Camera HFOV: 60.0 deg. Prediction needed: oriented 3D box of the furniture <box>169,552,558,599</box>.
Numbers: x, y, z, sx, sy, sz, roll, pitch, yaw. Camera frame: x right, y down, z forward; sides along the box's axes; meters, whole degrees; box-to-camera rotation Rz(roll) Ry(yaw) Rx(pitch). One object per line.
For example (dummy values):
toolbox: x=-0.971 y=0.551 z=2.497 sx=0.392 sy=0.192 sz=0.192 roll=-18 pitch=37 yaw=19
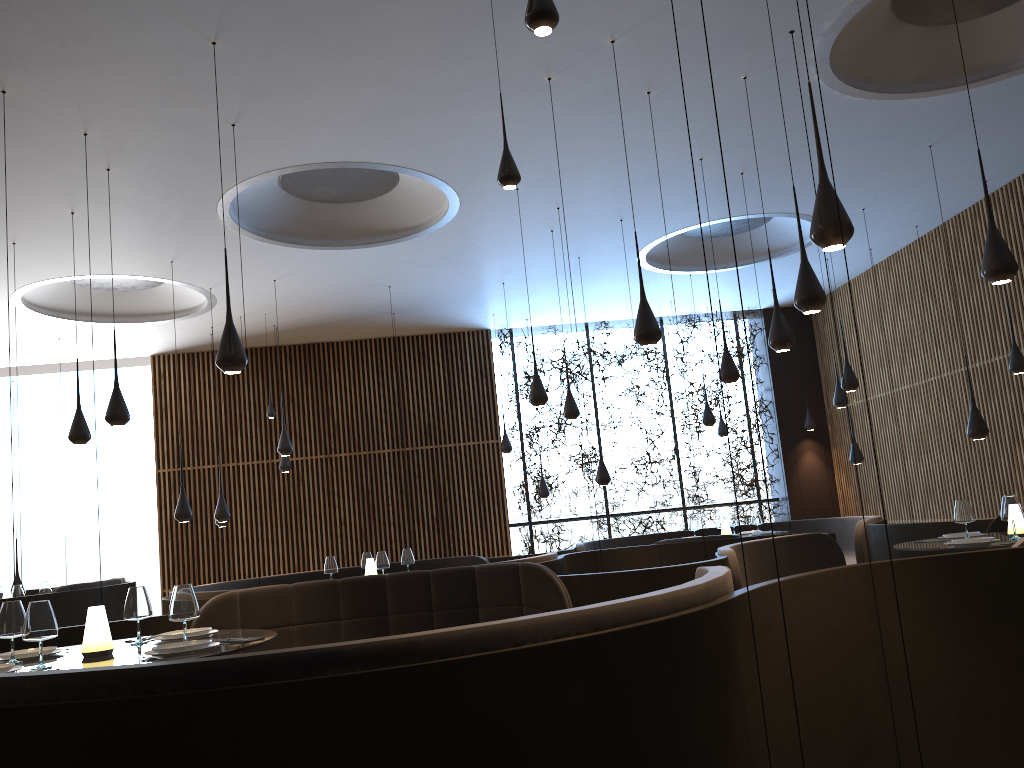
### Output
furniture: x=-1.455 y=2.472 z=9.065 sx=3.789 sy=1.114 sz=3.895 roll=0 pitch=-10 yaw=-30

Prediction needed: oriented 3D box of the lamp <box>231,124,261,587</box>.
lamp: x=-1.907 y=1.034 z=6.615 sx=0.196 sy=6.254 sz=0.196 roll=-10 pitch=-9 yaw=29

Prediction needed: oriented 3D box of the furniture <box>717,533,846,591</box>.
furniture: x=2.344 y=1.800 z=7.271 sx=0.902 sy=1.044 sz=2.534 roll=-12 pitch=-11 yaw=36

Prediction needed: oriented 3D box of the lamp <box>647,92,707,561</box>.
lamp: x=1.406 y=0.733 z=6.750 sx=0.196 sy=6.254 sz=0.196 roll=-10 pitch=-9 yaw=29

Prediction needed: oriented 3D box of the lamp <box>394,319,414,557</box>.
lamp: x=-1.490 y=2.020 z=13.033 sx=0.196 sy=6.254 sz=0.196 roll=-1 pitch=-9 yaw=-30

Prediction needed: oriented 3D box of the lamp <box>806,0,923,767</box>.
lamp: x=1.520 y=0.239 z=3.732 sx=0.196 sy=6.254 sz=0.196 roll=-12 pitch=-10 yaw=39

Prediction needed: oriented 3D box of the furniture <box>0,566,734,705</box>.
furniture: x=-0.729 y=1.431 z=3.364 sx=3.933 sy=1.044 sz=1.989 roll=-4 pitch=-9 yaw=-8

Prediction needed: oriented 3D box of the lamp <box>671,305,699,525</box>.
lamp: x=2.889 y=1.751 z=14.017 sx=0.196 sy=6.254 sz=0.196 roll=-8 pitch=-8 yaw=20

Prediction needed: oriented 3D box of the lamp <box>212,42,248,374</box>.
lamp: x=-1.869 y=-1.165 z=5.730 sx=0.196 sy=2.216 sz=0.196 roll=-12 pitch=-10 yaw=39

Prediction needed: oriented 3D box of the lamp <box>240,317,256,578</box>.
lamp: x=-3.606 y=2.118 z=12.358 sx=0.196 sy=6.254 sz=0.196 roll=-9 pitch=-8 yaw=22

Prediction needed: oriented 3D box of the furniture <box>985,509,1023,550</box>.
furniture: x=4.363 y=1.359 z=5.980 sx=1.984 sy=1.043 sz=3.942 roll=-10 pitch=-10 yaw=26

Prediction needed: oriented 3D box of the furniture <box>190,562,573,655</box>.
furniture: x=-0.839 y=1.785 z=5.740 sx=2.531 sy=1.057 sz=0.934 roll=-6 pitch=-8 yaw=0

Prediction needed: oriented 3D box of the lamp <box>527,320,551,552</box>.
lamp: x=0.553 y=2.022 z=14.289 sx=0.196 sy=6.254 sz=0.196 roll=-8 pitch=-8 yaw=20

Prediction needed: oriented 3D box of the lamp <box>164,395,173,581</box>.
lamp: x=-5.104 y=3.097 z=13.351 sx=0.196 sy=6.254 sz=0.196 roll=-1 pitch=-9 yaw=-30

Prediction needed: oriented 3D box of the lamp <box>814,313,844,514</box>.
lamp: x=4.667 y=1.362 z=12.664 sx=0.196 sy=6.254 sz=0.196 roll=-7 pitch=-8 yaw=10

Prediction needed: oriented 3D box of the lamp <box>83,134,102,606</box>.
lamp: x=-3.040 y=1.131 z=6.531 sx=0.196 sy=6.254 sz=0.196 roll=-8 pitch=-8 yaw=20

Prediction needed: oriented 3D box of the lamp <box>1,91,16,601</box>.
lamp: x=-3.264 y=1.037 z=5.808 sx=0.196 sy=6.254 sz=0.196 roll=-3 pitch=-8 yaw=-20

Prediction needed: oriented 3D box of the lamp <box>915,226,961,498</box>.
lamp: x=5.577 y=1.030 z=11.147 sx=0.196 sy=6.254 sz=0.196 roll=-8 pitch=-8 yaw=19

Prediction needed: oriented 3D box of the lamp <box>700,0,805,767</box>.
lamp: x=0.903 y=0.218 z=3.221 sx=0.196 sy=6.254 sz=0.196 roll=-12 pitch=-10 yaw=39

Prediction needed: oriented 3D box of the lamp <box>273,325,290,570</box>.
lamp: x=-3.303 y=2.198 z=13.041 sx=0.196 sy=6.254 sz=0.196 roll=-6 pitch=-8 yaw=2

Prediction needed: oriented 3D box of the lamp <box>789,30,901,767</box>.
lamp: x=1.804 y=1.194 z=4.347 sx=0.196 sy=6.254 sz=0.196 roll=-12 pitch=-10 yaw=39

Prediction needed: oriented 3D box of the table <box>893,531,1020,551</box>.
table: x=3.662 y=1.590 z=6.240 sx=1.671 sy=1.020 sz=1.679 roll=-3 pitch=-9 yaw=-16

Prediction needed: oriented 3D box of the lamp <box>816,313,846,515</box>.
lamp: x=4.905 y=1.429 z=13.232 sx=0.196 sy=6.254 sz=0.196 roll=-3 pitch=-8 yaw=-20

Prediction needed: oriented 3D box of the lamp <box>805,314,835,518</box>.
lamp: x=5.287 y=1.636 z=14.758 sx=0.196 sy=6.254 sz=0.196 roll=-8 pitch=-8 yaw=20

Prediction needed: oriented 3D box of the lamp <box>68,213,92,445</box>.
lamp: x=-4.082 y=-0.534 z=8.303 sx=0.196 sy=2.216 sz=0.196 roll=-6 pitch=-8 yaw=0

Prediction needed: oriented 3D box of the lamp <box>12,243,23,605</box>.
lamp: x=-4.805 y=1.646 z=8.678 sx=0.196 sy=6.254 sz=0.196 roll=-6 pitch=-8 yaw=0

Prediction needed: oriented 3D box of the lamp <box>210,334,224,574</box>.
lamp: x=-4.320 y=2.322 z=13.200 sx=0.196 sy=6.254 sz=0.196 roll=-6 pitch=-8 yaw=2

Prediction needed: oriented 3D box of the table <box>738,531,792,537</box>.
table: x=2.928 y=2.551 z=11.804 sx=1.673 sy=1.020 sz=1.677 roll=3 pitch=-12 yaw=-44

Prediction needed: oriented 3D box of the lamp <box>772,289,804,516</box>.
lamp: x=4.486 y=1.567 z=13.839 sx=0.196 sy=6.254 sz=0.196 roll=-8 pitch=-8 yaw=20

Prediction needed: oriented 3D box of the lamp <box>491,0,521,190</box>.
lamp: x=-0.084 y=-1.824 z=4.982 sx=0.133 sy=1.503 sz=0.133 roll=-4 pitch=-8 yaw=-10

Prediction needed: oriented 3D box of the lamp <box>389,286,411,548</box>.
lamp: x=-1.352 y=1.772 z=11.563 sx=0.196 sy=6.254 sz=0.196 roll=-12 pitch=-10 yaw=39

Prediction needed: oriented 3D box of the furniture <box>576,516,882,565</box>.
furniture: x=2.859 y=2.428 z=11.567 sx=3.790 sy=1.044 sz=3.898 roll=-1 pitch=-10 yaw=-28

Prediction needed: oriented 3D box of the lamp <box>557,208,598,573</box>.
lamp: x=0.803 y=1.182 z=9.191 sx=0.196 sy=6.254 sz=0.196 roll=-10 pitch=-9 yaw=29

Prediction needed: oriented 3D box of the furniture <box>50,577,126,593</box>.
furniture: x=-5.363 y=3.016 z=11.098 sx=0.931 sy=1.056 sz=2.541 roll=-4 pitch=-9 yaw=-9

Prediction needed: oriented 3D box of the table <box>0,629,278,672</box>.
table: x=-1.941 y=1.808 z=4.193 sx=1.675 sy=1.020 sz=1.675 roll=-10 pitch=-10 yaw=29

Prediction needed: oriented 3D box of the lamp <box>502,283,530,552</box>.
lamp: x=0.182 y=1.684 z=11.951 sx=0.196 sy=6.254 sz=0.196 roll=-12 pitch=-10 yaw=39

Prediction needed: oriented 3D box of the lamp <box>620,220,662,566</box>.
lamp: x=1.560 y=1.204 z=9.788 sx=0.196 sy=6.254 sz=0.196 roll=-10 pitch=-9 yaw=29

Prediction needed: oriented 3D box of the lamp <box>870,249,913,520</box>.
lamp: x=5.333 y=1.194 z=12.019 sx=0.196 sy=6.254 sz=0.196 roll=-7 pitch=-8 yaw=10

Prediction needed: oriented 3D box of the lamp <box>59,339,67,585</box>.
lamp: x=-6.339 y=2.422 z=12.593 sx=0.196 sy=6.254 sz=0.196 roll=-1 pitch=-9 yaw=-30

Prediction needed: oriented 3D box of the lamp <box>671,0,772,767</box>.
lamp: x=0.944 y=0.929 z=3.493 sx=0.196 sy=6.254 sz=0.196 roll=-12 pitch=-10 yaw=39
